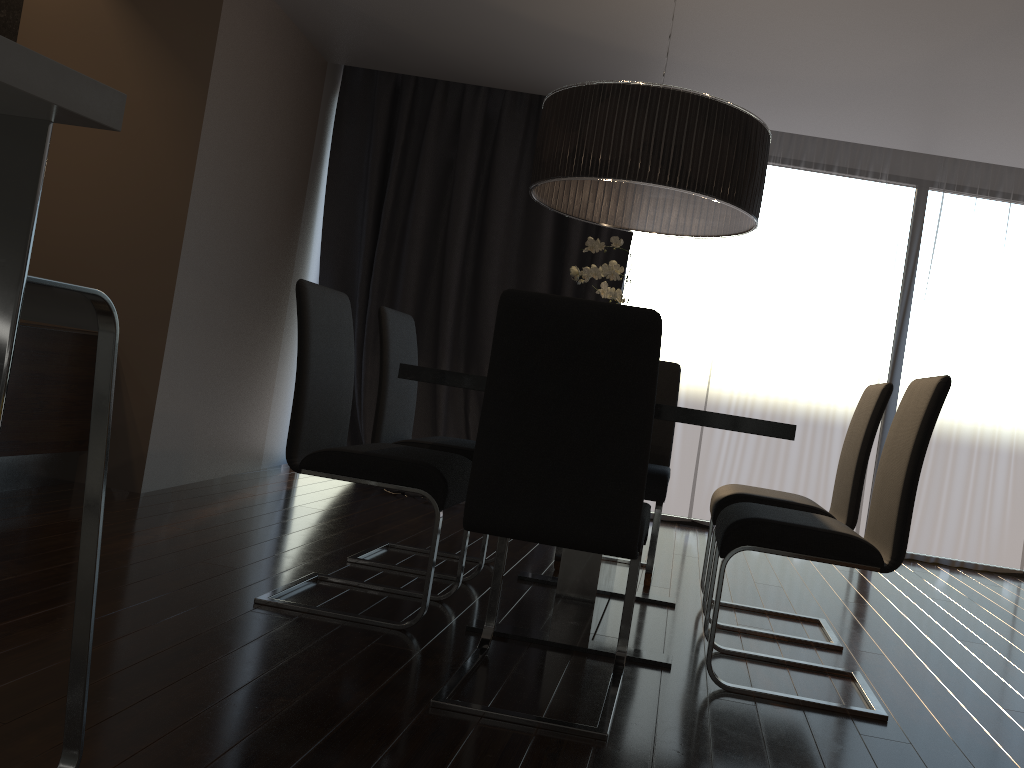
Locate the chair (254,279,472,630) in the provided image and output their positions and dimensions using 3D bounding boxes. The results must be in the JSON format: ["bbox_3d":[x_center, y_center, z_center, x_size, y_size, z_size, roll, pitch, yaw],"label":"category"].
[{"bbox_3d":[-0.412,0.206,2.764,0.565,0.965,0.433,9,-1,8],"label":"chair"}]

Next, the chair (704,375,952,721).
[{"bbox_3d":[0.913,0.414,2.635,0.565,0.965,0.433,9,-1,8],"label":"chair"}]

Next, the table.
[{"bbox_3d":[0.312,0.422,3.052,1.026,0.760,1.624,9,0,10],"label":"table"}]

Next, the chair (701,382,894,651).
[{"bbox_3d":[1.053,0.433,3.332,0.565,0.965,0.433,9,-1,8],"label":"chair"}]

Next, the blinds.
[{"bbox_3d":[2.448,-0.323,5.576,7.513,2.896,0.745,9,-1,-2],"label":"blinds"}]

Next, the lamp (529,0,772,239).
[{"bbox_3d":[0.543,-1.143,3.077,0.767,1.103,0.840,8,-1,33],"label":"lamp"}]

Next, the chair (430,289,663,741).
[{"bbox_3d":[0.134,0.293,2.221,0.422,0.965,0.579,9,-1,9],"label":"chair"}]

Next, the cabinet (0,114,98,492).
[{"bbox_3d":[-0.944,-0.646,0.433,4.387,2.501,7.015,9,0,10],"label":"cabinet"}]

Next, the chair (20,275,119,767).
[{"bbox_3d":[-0.879,0.222,1.225,0.415,0.800,0.436,9,-1,9],"label":"chair"}]

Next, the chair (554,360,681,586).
[{"bbox_3d":[0.496,0.344,3.911,0.422,0.965,0.579,9,-1,9],"label":"chair"}]

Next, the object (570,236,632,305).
[{"bbox_3d":[0.326,-0.215,2.978,0.308,0.501,0.579,9,0,7],"label":"object"}]

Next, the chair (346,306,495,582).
[{"bbox_3d":[-0.272,0.225,3.461,0.565,0.965,0.433,9,-1,8],"label":"chair"}]
